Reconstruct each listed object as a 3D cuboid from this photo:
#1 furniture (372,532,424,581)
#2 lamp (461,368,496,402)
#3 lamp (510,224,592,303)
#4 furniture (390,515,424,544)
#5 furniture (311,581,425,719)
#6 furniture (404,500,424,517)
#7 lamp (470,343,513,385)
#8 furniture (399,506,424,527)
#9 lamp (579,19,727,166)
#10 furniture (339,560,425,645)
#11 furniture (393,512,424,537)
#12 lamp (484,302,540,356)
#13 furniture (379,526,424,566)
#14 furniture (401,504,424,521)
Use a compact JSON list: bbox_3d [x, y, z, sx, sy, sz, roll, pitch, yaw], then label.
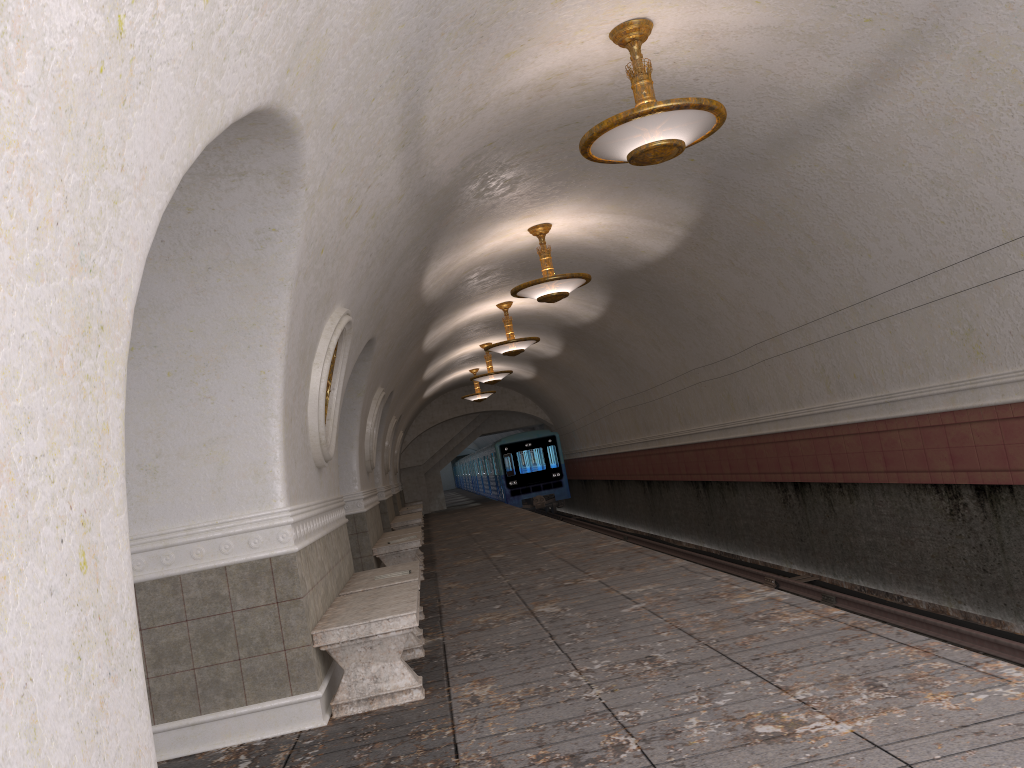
[{"bbox_3d":[-1.471,2.320,11.765,0.613,0.508,1.509,-10,-5,-7],"label":"furniture"},{"bbox_3d":[-0.995,0.057,25.207,1.008,0.955,1.008,-15,-6,39],"label":"lamp"},{"bbox_3d":[0.428,-1.456,10.869,1.008,0.955,1.008,-9,-5,-22],"label":"lamp"},{"bbox_3d":[-2.062,2.948,17.724,0.613,0.508,1.509,-10,-5,-7],"label":"furniture"},{"bbox_3d":[-0.880,1.692,5.818,0.613,0.508,1.509,-10,-5,-7],"label":"furniture"},{"bbox_3d":[-3.267,4.229,29.862,0.613,0.508,1.509,-10,-5,-7],"label":"furniture"},{"bbox_3d":[-0.521,-0.448,20.428,1.008,0.955,1.008,-11,-5,9],"label":"lamp"},{"bbox_3d":[-2.648,3.571,23.624,0.613,0.508,1.509,-10,-5,-7],"label":"furniture"},{"bbox_3d":[0.905,-1.963,6.057,1.008,0.955,1.008,-9,-5,-22],"label":"lamp"},{"bbox_3d":[-1.045,1.868,7.482,0.613,0.508,1.509,-10,-5,-7],"label":"furniture"},{"bbox_3d":[-2.227,3.124,19.388,0.613,0.508,1.509,-10,-5,-7],"label":"furniture"},{"bbox_3d":[-0.047,-0.952,15.649,1.008,0.955,1.008,-11,-5,9],"label":"lamp"},{"bbox_3d":[-1.636,2.495,13.429,0.613,0.508,1.509,-10,-5,-7],"label":"furniture"},{"bbox_3d":[-2.813,3.746,25.289,0.613,0.508,1.509,-10,-5,-7],"label":"furniture"}]
